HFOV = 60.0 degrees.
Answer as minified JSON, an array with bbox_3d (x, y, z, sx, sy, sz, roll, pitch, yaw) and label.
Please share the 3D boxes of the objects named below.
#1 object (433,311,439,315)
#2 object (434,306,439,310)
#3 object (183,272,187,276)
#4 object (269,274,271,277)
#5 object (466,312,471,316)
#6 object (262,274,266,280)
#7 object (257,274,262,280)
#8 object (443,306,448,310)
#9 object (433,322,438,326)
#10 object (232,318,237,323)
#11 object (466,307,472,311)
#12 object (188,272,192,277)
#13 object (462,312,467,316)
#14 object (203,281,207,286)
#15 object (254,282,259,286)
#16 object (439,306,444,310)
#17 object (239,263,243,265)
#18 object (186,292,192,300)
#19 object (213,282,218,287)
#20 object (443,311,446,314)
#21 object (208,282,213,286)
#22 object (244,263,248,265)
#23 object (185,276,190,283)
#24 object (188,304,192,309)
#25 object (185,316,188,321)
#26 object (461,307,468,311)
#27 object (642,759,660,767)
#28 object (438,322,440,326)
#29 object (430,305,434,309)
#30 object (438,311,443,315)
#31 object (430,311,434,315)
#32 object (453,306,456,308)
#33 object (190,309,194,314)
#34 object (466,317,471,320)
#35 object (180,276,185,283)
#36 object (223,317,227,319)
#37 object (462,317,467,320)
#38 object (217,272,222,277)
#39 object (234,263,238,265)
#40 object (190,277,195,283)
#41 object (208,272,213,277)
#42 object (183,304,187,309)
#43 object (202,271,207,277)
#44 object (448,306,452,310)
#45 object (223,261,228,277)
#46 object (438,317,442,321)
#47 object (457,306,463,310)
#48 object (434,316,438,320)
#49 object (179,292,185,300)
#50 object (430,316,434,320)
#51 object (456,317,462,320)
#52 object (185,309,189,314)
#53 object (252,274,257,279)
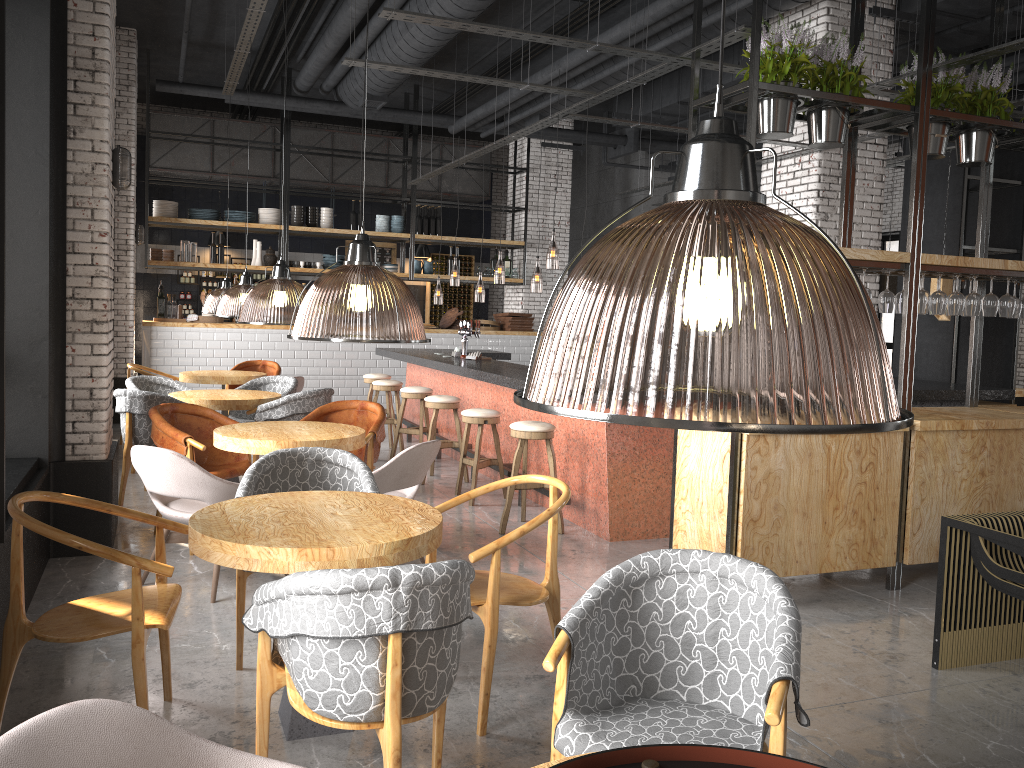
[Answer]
[{"bbox_3d":[-1.452,-1.365,17.064,0.079,0.079,0.281,0,5,-22],"label":"object"},{"bbox_3d":[-1.450,-1.470,17.061,0.079,0.079,0.281,0,5,-22],"label":"object"},{"bbox_3d":[-5.698,-1.917,15.450,0.071,0.083,0.071,0,5,-32],"label":"object"},{"bbox_3d":[-4.343,-2.039,16.004,0.079,0.280,0.079,5,5,42],"label":"object"},{"bbox_3d":[-0.853,-1.367,17.346,0.079,0.079,0.281,0,5,-22],"label":"object"},{"bbox_3d":[-4.457,-1.930,15.948,0.076,0.111,0.076,0,4,-27],"label":"object"},{"bbox_3d":[-4.533,-1.930,15.915,0.076,0.111,0.076,2,4,-2],"label":"object"},{"bbox_3d":[-1.289,-1.473,17.168,0.079,0.079,0.281,0,5,-22],"label":"object"},{"bbox_3d":[-1.468,-1.157,17.098,0.079,0.079,0.281,0,5,-22],"label":"object"},{"bbox_3d":[-4.952,-1.150,15.820,0.092,0.112,0.100,-1,5,-36],"label":"object"},{"bbox_3d":[-0.843,-1.470,17.325,0.079,0.079,0.281,0,5,-22],"label":"object"},{"bbox_3d":[-5.622,-1.917,15.480,0.071,0.083,0.071,2,4,3],"label":"object"},{"bbox_3d":[-0.940,-1.367,17.310,0.079,0.079,0.281,0,5,-22],"label":"object"},{"bbox_3d":[-5.400,-1.762,15.581,0.071,0.083,0.071,2,4,3],"label":"object"},{"bbox_3d":[-4.584,-1.774,15.907,0.076,0.111,0.076,2,4,3],"label":"object"},{"bbox_3d":[-1.369,-1.471,17.114,0.079,0.079,0.281,0,5,-22],"label":"object"},{"bbox_3d":[-4.827,-2.074,15.787,0.079,0.156,0.079,3,4,13],"label":"object"},{"bbox_3d":[-5.657,-1.544,15.519,0.100,0.139,0.088,1,4,-21],"label":"object"},{"bbox_3d":[-5.233,-1.762,15.648,0.071,0.083,0.071,0,5,-32],"label":"object"},{"bbox_3d":[-1.277,-1.364,17.134,0.079,0.079,0.281,0,5,-22],"label":"object"},{"bbox_3d":[-5.312,-1.762,15.616,0.071,0.083,0.071,0,5,-32],"label":"object"},{"bbox_3d":[-4.738,-2.074,15.823,0.079,0.156,0.079,-1,5,-37],"label":"object"},{"bbox_3d":[-5.659,-1.821,15.473,0.076,0.111,0.076,2,4,-2],"label":"object"},{"bbox_3d":[-5.638,-1.351,15.514,0.071,0.083,0.071,3,4,18],"label":"object"},{"bbox_3d":[-5.684,-1.148,15.542,0.111,0.101,0.090,4,5,29],"label":"object"},{"bbox_3d":[-0.922,-1.468,17.268,0.079,0.079,0.281,0,5,-22],"label":"object"},{"bbox_3d":[0.241,0.663,1.537,0.032,0.010,0.032,4,5,29],"label":"object"},{"bbox_3d":[-1.377,-1.156,17.125,0.079,0.079,0.281,0,5,-22],"label":"object"},{"bbox_3d":[-1.550,-1.473,17.058,0.079,0.079,0.281,0,5,-22],"label":"object"},{"bbox_3d":[-1.379,-1.368,17.135,0.079,0.079,0.281,0,5,-22],"label":"object"},{"bbox_3d":[-1.545,-1.366,17.042,0.079,0.079,0.281,0,5,-22],"label":"object"},{"bbox_3d":[-1.112,-1.472,17.234,0.079,0.079,0.281,0,5,-22],"label":"object"},{"bbox_3d":[-5.605,-1.268,15.535,0.071,0.083,0.071,2,4,3],"label":"object"},{"bbox_3d":[-0.851,-1.261,17.337,0.079,0.079,0.281,0,5,-22],"label":"object"},{"bbox_3d":[-5.736,-1.821,15.442,0.076,0.111,0.076,1,4,-12],"label":"object"},{"bbox_3d":[-5.098,-1.302,15.755,0.079,0.280,0.079,5,4,37],"label":"object"},{"bbox_3d":[-0.931,-1.259,17.285,0.079,0.079,0.281,0,5,-22],"label":"object"},{"bbox_3d":[-5.164,-2.041,15.675,0.079,0.280,0.079,1,4,-18],"label":"object"},{"bbox_3d":[-4.916,-2.075,15.752,0.079,0.156,0.079,1,4,-12],"label":"object"},{"bbox_3d":[-5.583,-1.821,15.505,0.076,0.111,0.076,0,4,-27],"label":"object"},{"bbox_3d":[-5.302,-1.955,15.606,0.079,0.156,0.079,-1,5,-37],"label":"object"},{"bbox_3d":[-5.712,-1.351,15.491,0.071,0.083,0.071,2,4,3],"label":"object"},{"bbox_3d":[-5.402,-1.956,15.566,0.079,0.156,0.079,3,4,8],"label":"object"},{"bbox_3d":[-1.194,-1.471,17.185,0.079,0.079,0.281,0,5,-22],"label":"object"},{"bbox_3d":[-5.078,-2.041,15.710,0.079,0.280,0.079,-1,5,-43],"label":"object"},{"bbox_3d":[-1.376,-1.262,17.127,0.079,0.079,0.281,0,5,-22],"label":"object"},{"bbox_3d":[-1.018,-1.470,17.255,0.079,0.079,0.281,0,5,-22],"label":"object"},{"bbox_3d":[-1.472,-1.264,17.110,0.079,0.079,0.281,0,5,-22],"label":"object"},{"bbox_3d":[-5.758,-1.544,15.479,0.100,0.139,0.088,1,4,-21],"label":"object"},{"bbox_3d":[-1.552,-1.262,17.057,0.079,0.079,0.281,0,5,-22],"label":"object"},{"bbox_3d":[-1.031,-1.262,17.282,0.079,0.079,0.281,0,5,-22],"label":"object"},{"bbox_3d":[-5.681,-1.268,15.505,0.071,0.083,0.071,0,5,-32],"label":"object"},{"bbox_3d":[-4.610,-1.931,15.885,0.076,0.111,0.076,1,4,-12],"label":"object"}]
